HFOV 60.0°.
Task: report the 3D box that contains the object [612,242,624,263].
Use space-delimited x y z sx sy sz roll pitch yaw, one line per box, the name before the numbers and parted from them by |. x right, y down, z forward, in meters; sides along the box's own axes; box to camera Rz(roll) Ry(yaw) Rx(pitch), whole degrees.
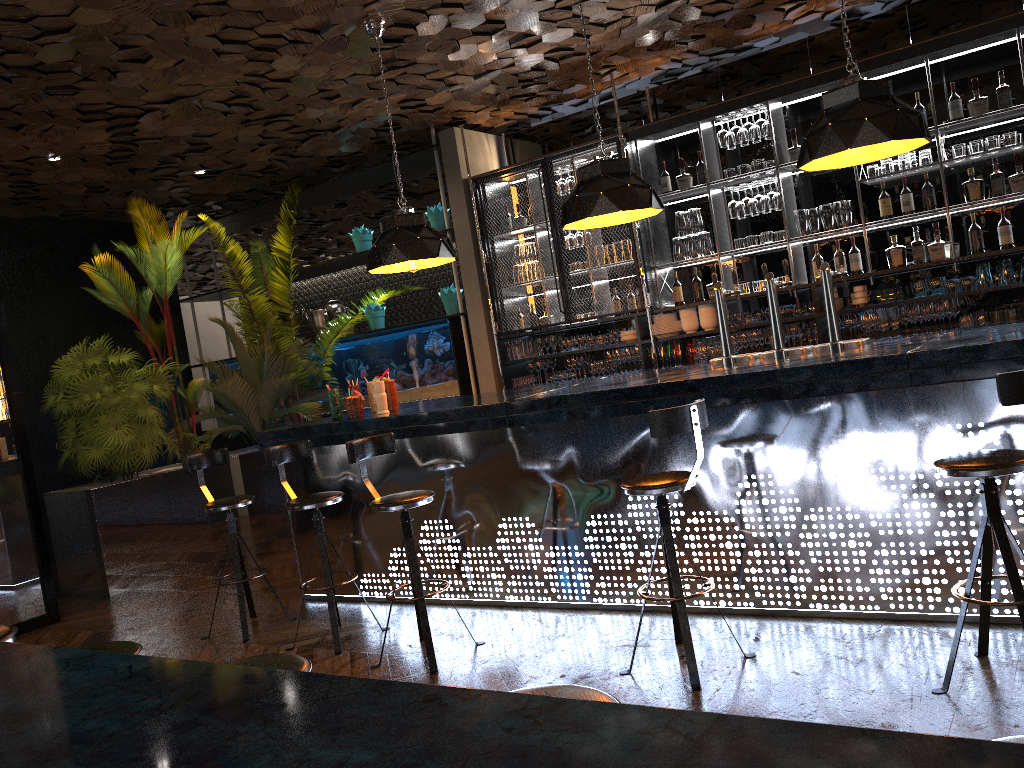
object | 0.938 -1.156 7.805 0.092 0.182 0.092 -8 2 29

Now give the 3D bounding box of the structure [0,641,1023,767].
structure | -1.111 1.061 1.552 4.941 0.998 0.673 -8 3 34

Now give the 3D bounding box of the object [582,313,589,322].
object | 0.683 -0.604 8.113 0.077 0.080 0.077 -9 2 0

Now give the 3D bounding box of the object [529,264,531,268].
object | 0.189 -1.060 8.453 0.092 0.182 0.092 -8 2 29

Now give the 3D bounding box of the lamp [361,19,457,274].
lamp | -0.763 -1.513 5.704 0.582 1.606 0.607 -8 3 34

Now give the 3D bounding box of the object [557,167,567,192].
object | 0.446 -1.836 7.971 0.081 0.213 0.081 -7 3 39

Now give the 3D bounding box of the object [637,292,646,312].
object | 1.133 -0.755 7.780 0.075 0.260 0.075 -9 2 -7

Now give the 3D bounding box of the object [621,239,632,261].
object | 1.005 -1.164 7.735 0.092 0.182 0.092 -8 2 29

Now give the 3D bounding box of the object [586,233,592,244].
object | 0.678 -1.369 8.059 0.081 0.213 0.081 -7 3 39

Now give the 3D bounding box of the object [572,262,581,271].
object | 0.585 -1.054 7.982 0.077 0.080 0.077 -8 2 29

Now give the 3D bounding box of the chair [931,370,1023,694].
chair | 1.703 0.498 3.078 0.419 1.108 0.476 -11 3 -41

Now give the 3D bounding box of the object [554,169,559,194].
object | 0.375 -1.826 8.019 0.081 0.213 0.081 -7 3 39

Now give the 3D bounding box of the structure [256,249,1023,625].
structure | 1.165 0.230 4.685 6.009 1.685 1.214 -8 3 34

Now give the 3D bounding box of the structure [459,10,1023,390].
structure | 2.612 -1.019 6.540 6.750 3.553 1.143 -8 3 34

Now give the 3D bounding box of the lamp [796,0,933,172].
lamp | 1.535 -1.848 4.159 0.582 1.564 0.607 -8 3 34

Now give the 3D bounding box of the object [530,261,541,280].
object | 0.219 -1.059 8.305 0.092 0.182 0.092 -8 2 29

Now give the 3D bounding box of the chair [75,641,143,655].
chair | -1.087 1.123 2.355 0.419 0.813 0.419 -8 2 29

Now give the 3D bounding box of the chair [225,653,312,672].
chair | -0.552 1.050 2.002 0.419 0.813 0.419 -8 2 29

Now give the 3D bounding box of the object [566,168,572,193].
object | 0.525 -1.853 8.091 0.081 0.213 0.081 -7 3 39

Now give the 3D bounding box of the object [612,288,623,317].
object | 0.934 -0.728 7.913 0.075 0.261 0.075 -9 2 -7

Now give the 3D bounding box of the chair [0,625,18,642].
chair | -1.673 1.200 2.797 0.419 0.813 0.419 -8 2 29

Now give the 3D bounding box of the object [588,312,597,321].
object | 0.729 -0.608 8.016 0.077 0.080 0.077 -8 2 22

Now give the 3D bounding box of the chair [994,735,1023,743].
chair | 0.740 0.878 1.077 0.419 0.813 0.419 -8 2 29

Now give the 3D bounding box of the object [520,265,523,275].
object | 0.104 -1.049 8.518 0.092 0.182 0.092 -8 2 29

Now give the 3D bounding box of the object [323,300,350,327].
object | -1.933 -0.779 9.767 0.290 0.292 0.278 -10 2 -19

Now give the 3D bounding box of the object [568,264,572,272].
object | 0.511 -1.047 8.096 0.077 0.080 0.077 -9 2 12

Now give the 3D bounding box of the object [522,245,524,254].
object | 0.118 -1.234 8.476 0.092 0.182 0.092 -8 2 29

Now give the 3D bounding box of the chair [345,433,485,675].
chair | -0.526 0.805 4.404 0.476 1.108 0.419 -8 3 34

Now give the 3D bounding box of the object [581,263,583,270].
object | 0.615 -1.065 8.143 0.077 0.080 0.077 -9 2 -2

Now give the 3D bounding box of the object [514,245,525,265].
object | 0.068 -1.223 8.392 0.092 0.182 0.092 -8 2 29

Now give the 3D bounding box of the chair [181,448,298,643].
chair | -1.715 0.957 5.427 0.476 1.108 0.419 -8 3 34

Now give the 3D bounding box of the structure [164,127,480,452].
structure | -1.998 -0.496 9.857 4.269 3.734 0.705 -8 3 34

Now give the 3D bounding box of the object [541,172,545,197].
object | 0.296 -1.815 8.073 0.081 0.213 0.081 -7 3 39

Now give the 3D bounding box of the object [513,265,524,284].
object | 0.056 -1.038 8.428 0.092 0.182 0.092 -8 2 29

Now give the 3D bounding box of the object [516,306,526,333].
object | 0.081 -0.613 8.489 0.075 0.261 0.075 -9 2 -7

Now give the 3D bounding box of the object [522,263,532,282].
object | 0.142 -1.050 8.370 0.092 0.182 0.092 -8 2 29

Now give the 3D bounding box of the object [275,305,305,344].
object | -2.566 -0.652 10.308 0.250 0.472 0.458 -10 2 -29

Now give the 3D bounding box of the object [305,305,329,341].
object | -2.164 -0.673 10.044 0.232 0.398 0.378 -10 2 -26

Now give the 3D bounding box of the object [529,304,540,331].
object | 0.204 -0.629 8.373 0.075 0.260 0.075 -10 2 -22

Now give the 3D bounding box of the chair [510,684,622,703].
chair | 0.096 0.965 1.529 0.419 0.813 0.419 -8 2 29

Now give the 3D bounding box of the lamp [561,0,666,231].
lamp | 0.450 -1.708 5.032 0.582 1.564 0.607 -8 3 34

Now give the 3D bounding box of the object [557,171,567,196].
object | 0.453 -1.843 8.139 0.081 0.213 0.081 -7 3 39

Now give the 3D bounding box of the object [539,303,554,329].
object | 0.324 -0.636 8.305 0.108 0.244 0.108 -11 3 -42

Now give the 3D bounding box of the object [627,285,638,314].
object | 1.059 -0.747 7.855 0.075 0.260 0.075 -9 2 -7

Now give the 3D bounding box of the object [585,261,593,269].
object | 0.704 -1.078 8.090 0.077 0.080 0.077 -8 2 29

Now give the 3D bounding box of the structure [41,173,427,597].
structure | -2.724 -0.257 8.906 1.873 3.561 4.073 -8 3 35

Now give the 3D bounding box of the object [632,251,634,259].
object | 1.065 -1.176 7.808 0.092 0.182 0.092 -8 2 29

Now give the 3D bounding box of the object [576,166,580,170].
object | 0.599 -1.863 8.040 0.081 0.213 0.081 -7 3 39

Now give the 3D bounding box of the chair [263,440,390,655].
chair | -1.075 0.873 4.917 0.476 1.108 0.419 -8 3 34

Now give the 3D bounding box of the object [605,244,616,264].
object | 0.888 -1.153 7.931 0.092 0.182 0.092 -8 2 29

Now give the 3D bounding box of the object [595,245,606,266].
object | 0.788 -1.135 7.878 0.092 0.182 0.092 -8 2 29

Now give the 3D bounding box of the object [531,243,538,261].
object | 0.197 -1.245 8.410 0.092 0.182 0.092 -8 2 29

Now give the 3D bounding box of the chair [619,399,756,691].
chair | 0.674 0.639 3.714 0.419 1.108 0.476 -11 3 -41

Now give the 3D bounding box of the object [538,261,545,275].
object | 0.262 -1.070 8.392 0.092 0.182 0.092 -8 2 29

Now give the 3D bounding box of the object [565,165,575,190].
object | 0.521 -1.846 7.921 0.081 0.213 0.081 -7 3 39

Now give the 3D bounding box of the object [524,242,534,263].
object | 0.157 -1.236 8.342 0.092 0.182 0.092 -8 2 29

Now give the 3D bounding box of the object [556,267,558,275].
object | 0.449 -1.040 8.184 0.077 0.080 0.077 -11 3 -44
